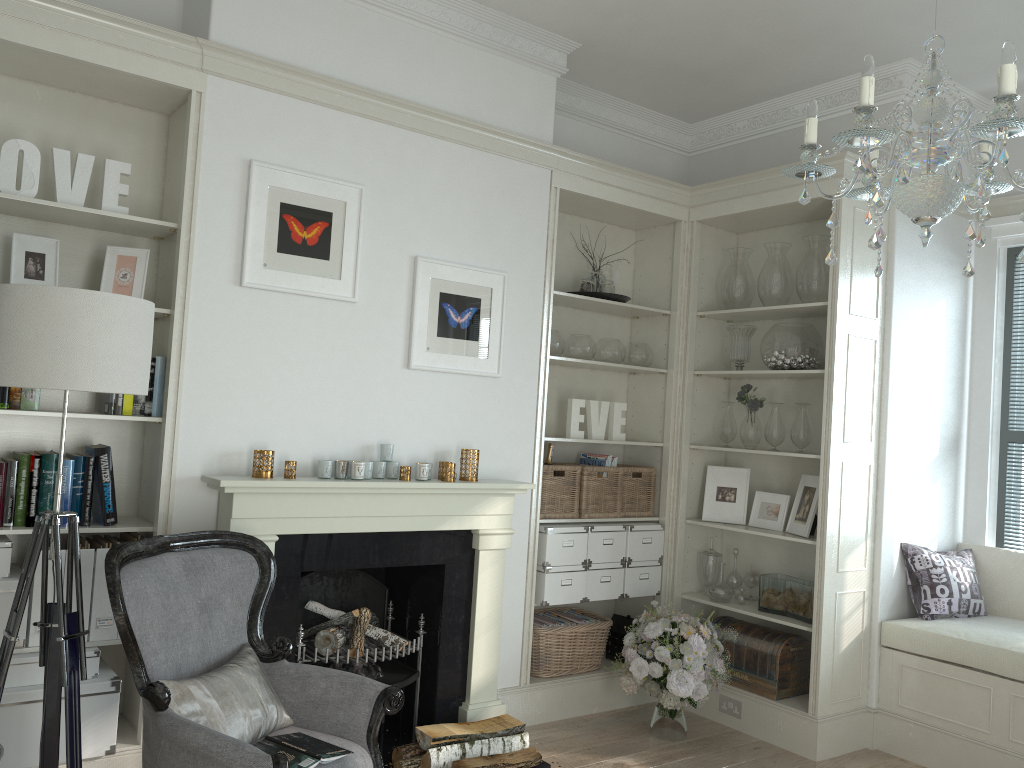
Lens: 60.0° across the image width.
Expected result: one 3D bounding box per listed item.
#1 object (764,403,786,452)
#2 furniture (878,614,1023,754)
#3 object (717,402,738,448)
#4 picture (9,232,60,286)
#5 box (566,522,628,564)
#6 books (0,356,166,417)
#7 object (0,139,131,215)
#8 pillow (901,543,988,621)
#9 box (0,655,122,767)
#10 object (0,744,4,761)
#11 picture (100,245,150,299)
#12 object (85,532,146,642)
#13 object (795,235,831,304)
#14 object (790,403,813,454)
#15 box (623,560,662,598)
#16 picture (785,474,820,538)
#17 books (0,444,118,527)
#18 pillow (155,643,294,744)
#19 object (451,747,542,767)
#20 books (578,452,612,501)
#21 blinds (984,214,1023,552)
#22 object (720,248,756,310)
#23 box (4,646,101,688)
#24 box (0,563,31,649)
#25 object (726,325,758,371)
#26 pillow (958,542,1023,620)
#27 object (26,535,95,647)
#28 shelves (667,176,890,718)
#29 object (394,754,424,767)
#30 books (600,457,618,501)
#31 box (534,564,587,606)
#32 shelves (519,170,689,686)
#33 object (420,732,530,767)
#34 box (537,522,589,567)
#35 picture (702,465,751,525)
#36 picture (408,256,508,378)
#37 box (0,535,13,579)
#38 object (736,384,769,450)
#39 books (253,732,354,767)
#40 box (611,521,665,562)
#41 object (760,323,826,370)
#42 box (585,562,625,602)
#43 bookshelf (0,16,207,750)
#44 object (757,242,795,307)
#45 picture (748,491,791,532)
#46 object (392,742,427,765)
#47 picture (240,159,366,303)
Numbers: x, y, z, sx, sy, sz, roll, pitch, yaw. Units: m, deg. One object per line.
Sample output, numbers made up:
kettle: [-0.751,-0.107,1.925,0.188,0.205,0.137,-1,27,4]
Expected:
object: [1.380,0.226,4.646,0.110,0.251,0.110,2,-3,26]
furniture: [3.017,1.366,3.247,0.837,0.459,3.150,5,-3,-36]
object: [1.192,0.225,4.902,0.110,0.251,0.110,2,-3,26]
picture: [-1.735,-0.427,3.222,0.153,0.228,0.094,5,-3,-36]
box: [0.375,0.824,4.723,0.270,0.191,0.400,5,-3,-36]
books: [-1.753,-0.058,3.208,0.919,0.301,0.209,5,-3,-36]
object: [-1.663,-0.742,3.173,0.554,0.216,0.039,5,-3,-36]
pillow: [2.185,1.004,4.434,0.550,0.398,0.229,5,-3,-24]
box: [-1.795,1.152,3.073,0.734,0.264,0.374,5,-3,-36]
object: [-0.513,1.365,3.387,3.296,0.432,0.395,5,-3,-31]
picture: [-1.458,-0.405,3.343,0.153,0.228,0.094,4,-2,-11]
object: [-1.512,0.744,3.357,0.188,0.378,0.294,5,-3,-36]
object: [1.539,-0.562,4.501,0.193,0.362,0.193,2,-3,37]
object: [1.476,0.226,4.515,0.110,0.251,0.110,2,-3,26]
box: [0.583,1.035,4.871,0.270,0.191,0.400,5,-3,-36]
picture: [1.476,0.604,4.419,0.124,0.300,0.202,4,-2,-11]
books: [-1.813,0.348,3.148,0.763,0.302,0.215,5,-3,-35]
pillow: [-0.856,0.982,2.693,0.210,0.263,0.547,3,-2,14]
object: [-0.064,1.543,3.607,0.389,0.085,0.109,5,-3,-35]
books: [0.377,0.522,4.736,0.205,0.306,0.221,5,-3,-36]
blinds: [3.443,0.237,3.534,0.141,2.238,3.076,5,-3,-36]
object: [1.254,-0.563,4.915,0.193,0.362,0.193,2,-3,37]
box: [-1.773,0.973,3.059,0.608,0.099,0.219,5,-3,-36]
box: [-1.964,0.772,3.043,0.499,0.238,0.337,5,-3,-36]
object: [1.246,-0.186,4.834,0.168,0.256,0.168,3,-2,12]
pillow: [2.558,1.023,4.436,0.187,0.360,0.695,5,-3,-36]
object: [-1.668,0.738,3.242,0.188,0.360,0.294,5,-3,-36]
shelves: [1.354,0.296,4.616,0.399,2.523,0.972,5,-3,-36]
object: [-0.221,1.539,3.663,0.561,0.078,0.078,5,-3,-35]
books: [0.409,0.535,4.760,0.205,0.306,0.221,5,-3,-36]
box: [0.149,0.994,4.543,0.270,0.191,0.400,5,-3,-36]
shelves: [0.397,0.242,4.759,0.992,2.523,0.399,5,-3,-36]
object: [-0.142,1.516,3.630,0.483,0.128,0.084,5,-3,-35]
box: [0.157,0.803,4.548,0.270,0.191,0.400,5,-3,-36]
picture: [1.171,0.603,4.834,0.231,0.300,0.127,3,-3,24]
picture: [-0.236,-0.296,4.033,0.494,0.496,0.024,5,-3,-36]
box: [-1.878,0.601,3.116,0.179,0.126,0.264,5,-3,-36]
object: [1.289,0.174,4.790,0.166,0.355,0.206,3,-2,3]
books: [-0.656,1.103,2.660,0.224,0.046,0.304,2,-3,29]
box: [0.598,0.845,4.872,0.270,0.191,0.400,5,-3,-36]
object: [1.450,-0.181,4.578,0.329,0.249,0.329,2,-3,28]
box: [0.360,1.014,4.709,0.270,0.191,0.400,5,-3,-36]
bookshelf: [-1.745,0.041,3.185,0.988,2.523,0.399,5,-3,-36]
object: [1.406,-0.561,4.721,0.193,0.362,0.193,2,-3,37]
picture: [1.370,0.667,4.663,0.124,0.192,0.206,6,-3,-41]
object: [-0.254,1.517,3.735,0.516,0.123,0.118,6,-3,-39]
picture: [-0.835,-0.608,3.592,0.494,0.496,0.024,5,-3,-36]
